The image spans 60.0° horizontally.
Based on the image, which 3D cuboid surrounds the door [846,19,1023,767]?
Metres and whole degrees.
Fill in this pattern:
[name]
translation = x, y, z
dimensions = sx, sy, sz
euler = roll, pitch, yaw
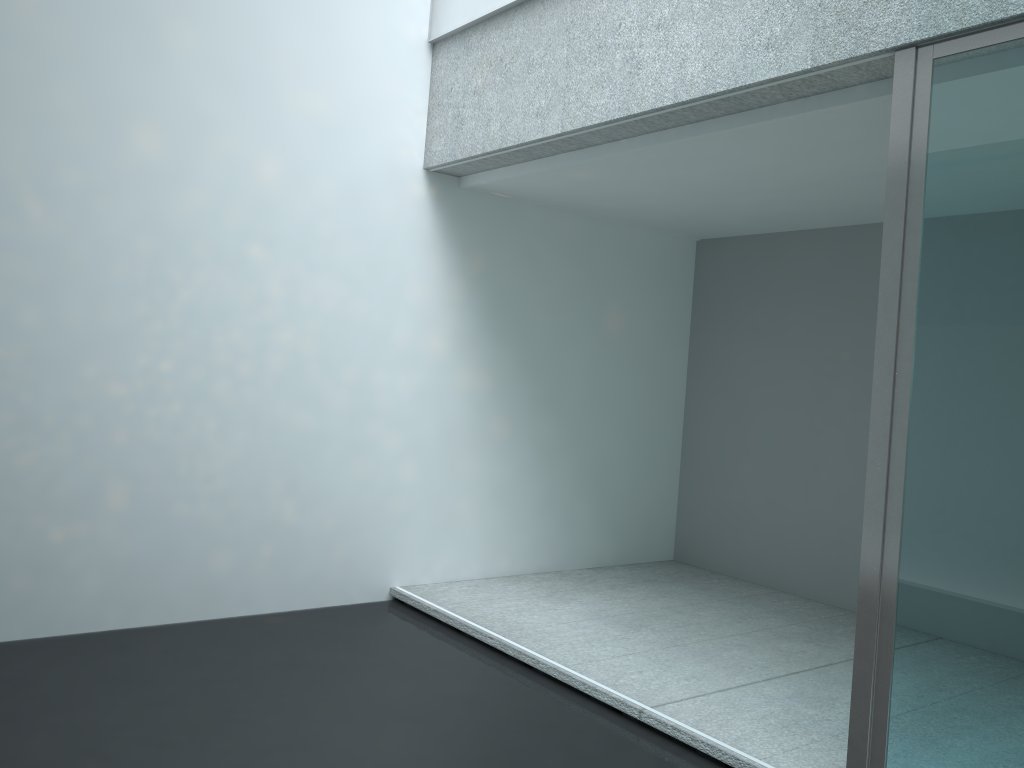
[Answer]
[door]
translation = 1.219, 0.125, 2.043
dimensions = 0.076, 2.066, 0.866
euler = 5, -1, -37
